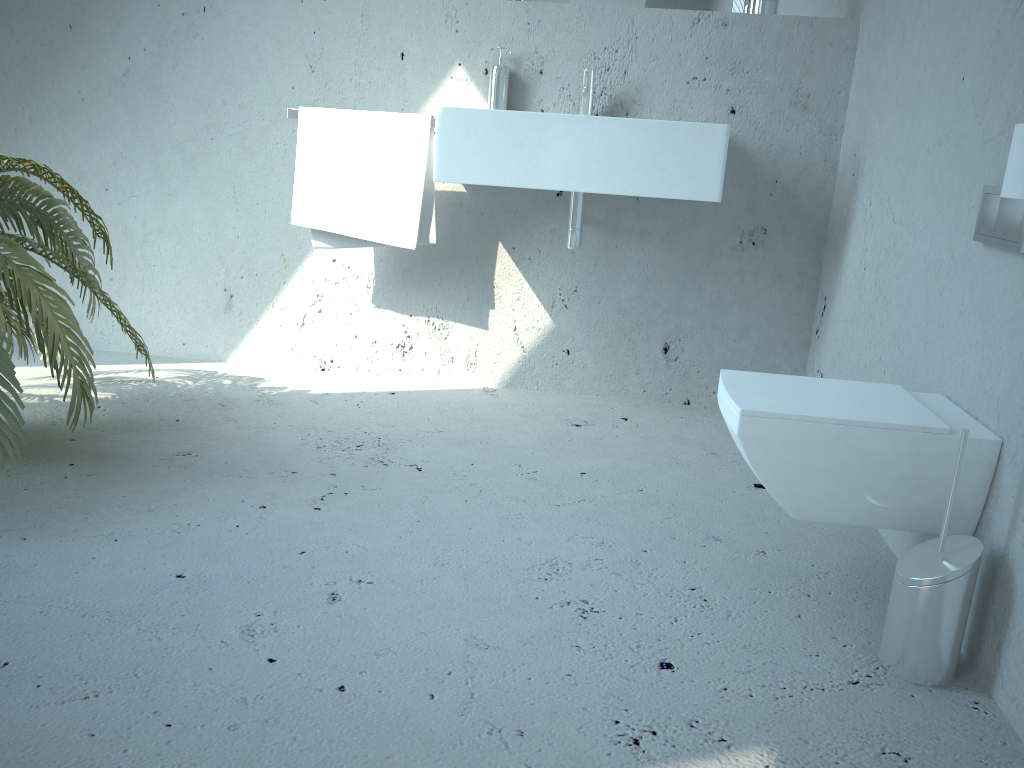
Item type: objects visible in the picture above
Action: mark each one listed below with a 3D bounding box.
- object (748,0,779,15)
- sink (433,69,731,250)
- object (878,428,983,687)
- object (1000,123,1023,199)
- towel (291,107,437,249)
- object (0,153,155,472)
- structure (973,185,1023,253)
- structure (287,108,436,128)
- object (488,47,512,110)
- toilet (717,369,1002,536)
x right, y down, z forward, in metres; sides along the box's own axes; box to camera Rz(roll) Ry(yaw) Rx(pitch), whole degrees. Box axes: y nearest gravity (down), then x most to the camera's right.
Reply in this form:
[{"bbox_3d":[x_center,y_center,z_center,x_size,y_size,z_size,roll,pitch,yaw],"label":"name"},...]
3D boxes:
[{"bbox_3d":[0.761,-1.142,2.685,0.084,0.054,0.084,1,16,-10],"label":"object"},{"bbox_3d":[0.202,-0.661,2.628,0.800,0.526,0.429,5,15,5],"label":"sink"},{"bbox_3d":[0.700,0.275,1.451,0.119,0.424,0.119,11,17,24],"label":"object"},{"bbox_3d":[0.785,-0.265,1.217,0.131,0.169,0.219,-3,17,-22],"label":"object"},{"bbox_3d":[-0.451,-0.613,2.713,0.455,0.429,0.063,6,15,6],"label":"towel"},{"bbox_3d":[-1.453,-0.284,2.052,1.132,0.893,1.112,-1,16,-17],"label":"object"},{"bbox_3d":[0.847,-0.286,1.519,0.021,0.100,0.200,5,15,5],"label":"structure"},{"bbox_3d":[-0.429,-0.820,2.749,0.480,0.030,0.206,5,15,5],"label":"structure"},{"bbox_3d":[-0.039,-0.934,2.731,0.061,0.193,0.076,2,15,-6],"label":"object"},{"bbox_3d":[0.607,0.124,1.656,0.445,0.205,0.284,5,15,5],"label":"toilet"}]
